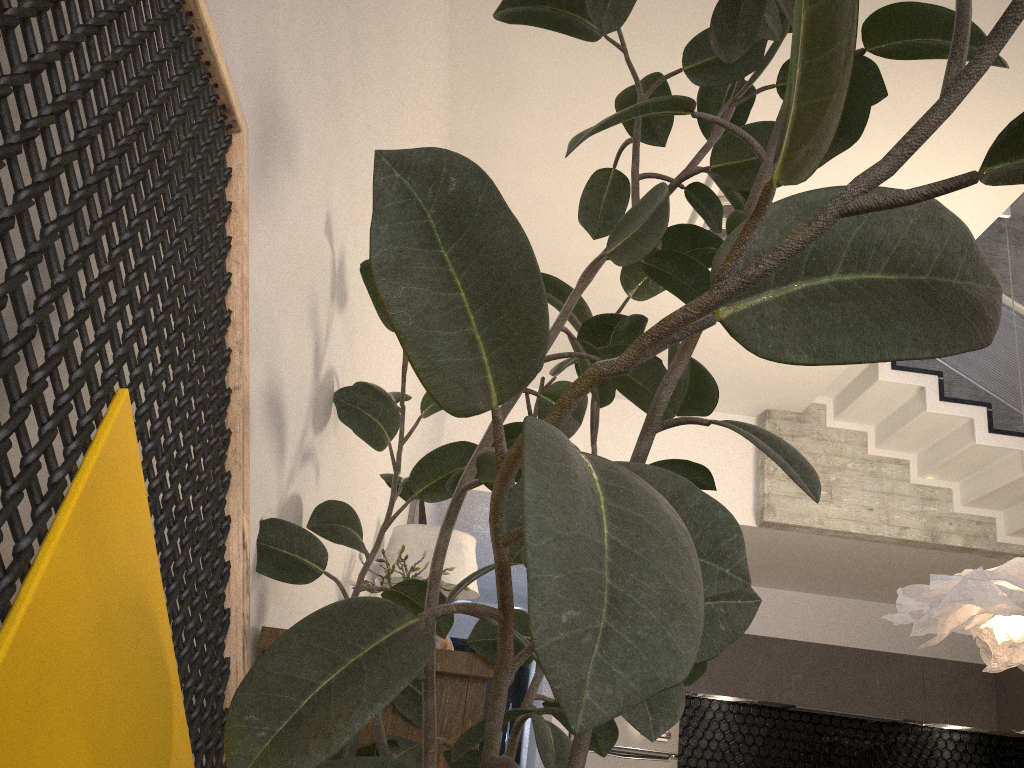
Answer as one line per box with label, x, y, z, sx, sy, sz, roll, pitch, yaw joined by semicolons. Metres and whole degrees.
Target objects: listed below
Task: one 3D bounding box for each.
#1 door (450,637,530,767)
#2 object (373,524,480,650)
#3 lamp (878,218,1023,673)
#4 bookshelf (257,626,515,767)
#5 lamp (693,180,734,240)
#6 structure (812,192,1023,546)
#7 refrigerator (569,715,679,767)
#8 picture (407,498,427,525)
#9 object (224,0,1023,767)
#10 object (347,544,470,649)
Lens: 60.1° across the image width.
door;-0.451;4.093;10.038;1.108;2.273;0.163;8;-21;-1
object;-0.321;0.828;3.190;0.392;0.571;0.393;20;-25;-29
lamp;2.335;-1.153;4.276;1.117;5.118;1.082;4;-21;10
bookshelf;-0.341;1.366;2.252;0.451;1.151;1.954;7;-22;-1
lamp;1.016;-0.830;4.156;0.253;0.065;0.657;7;-23;-1
structure;2.752;-0.796;5.256;4.234;8.159;8.617;7;-22;-1
refrigerator;0.795;3.205;6.887;0.829;1.680;0.783;8;-21;-1
picture;-0.619;1.615;4.598;0.033;1.991;1.255;7;-21;0
object;0.118;-0.087;1.261;0.912;3.142;2.038;16;-23;-21
object;-0.318;0.659;2.579;0.387;0.405;0.279;16;-23;-21
